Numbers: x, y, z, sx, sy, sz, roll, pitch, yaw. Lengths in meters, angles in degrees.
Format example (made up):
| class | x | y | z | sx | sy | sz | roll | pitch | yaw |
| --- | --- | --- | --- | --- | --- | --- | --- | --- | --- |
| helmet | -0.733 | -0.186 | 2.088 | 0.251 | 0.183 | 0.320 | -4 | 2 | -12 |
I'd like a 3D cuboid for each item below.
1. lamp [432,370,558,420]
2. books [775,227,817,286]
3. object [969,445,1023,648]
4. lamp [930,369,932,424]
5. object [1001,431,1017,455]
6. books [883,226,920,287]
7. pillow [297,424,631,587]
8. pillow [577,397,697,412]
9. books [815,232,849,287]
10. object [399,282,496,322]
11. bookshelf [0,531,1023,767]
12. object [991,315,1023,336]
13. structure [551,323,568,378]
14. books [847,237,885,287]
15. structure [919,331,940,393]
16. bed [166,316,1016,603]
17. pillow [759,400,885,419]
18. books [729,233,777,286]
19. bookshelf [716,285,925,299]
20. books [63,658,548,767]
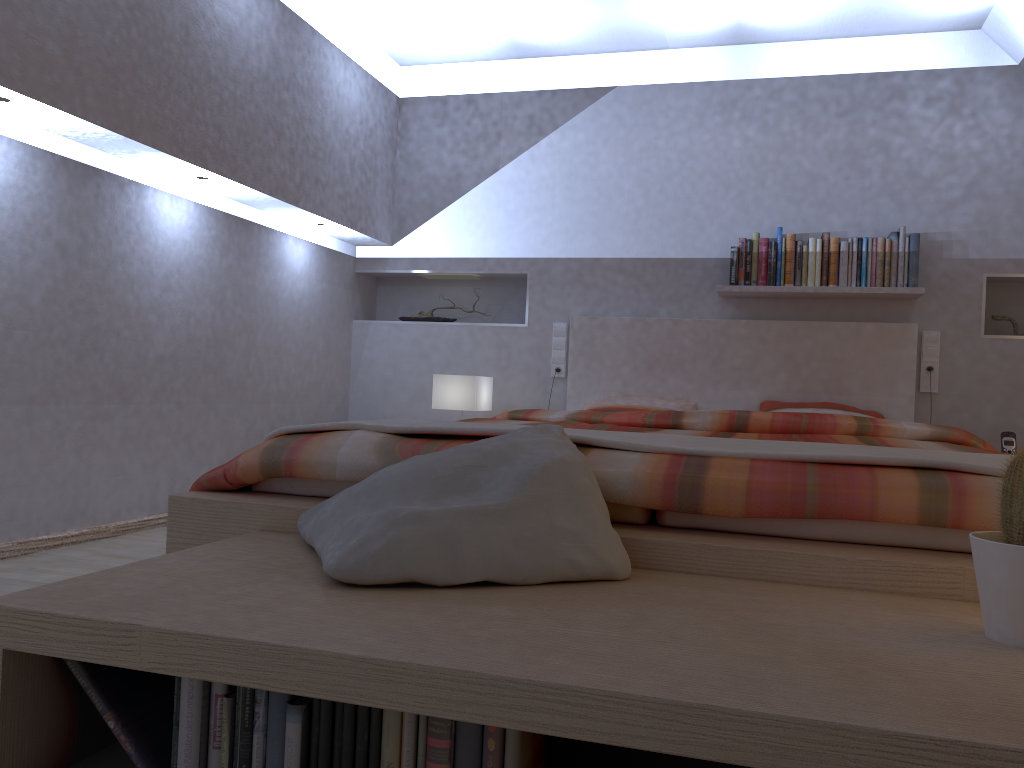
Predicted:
| class | x | y | z | sx | sy | sz | roll | pitch | yaw |
| --- | --- | --- | --- | --- | --- | --- | --- | --- | --- |
| lamp | -0.124 | 0.167 | 4.517 | 0.684 | 0.515 | 0.318 | 3 | -1 | -45 |
| books | 1.358 | -0.596 | 4.249 | 0.178 | 0.281 | 0.200 | 2 | 0 | 16 |
| object | 0.680 | 0.197 | 1.161 | 0.144 | 0.294 | 0.144 | 2 | 0 | 42 |
| lamp | 1.908 | 0.312 | 2.869 | 0.396 | 0.788 | 2.551 | 3 | 0 | 7 |
| object | 2.184 | 0.294 | 3.898 | 0.060 | 0.169 | 0.079 | 2 | 0 | 16 |
| books | 1.799 | -0.576 | 4.119 | 0.145 | 0.281 | 0.200 | 2 | 0 | 16 |
| pillow | -0.096 | 0.191 | 1.543 | 0.498 | 0.241 | 0.470 | 3 | 0 | -19 |
| pillow | 0.585 | 0.152 | 4.264 | 0.572 | 0.180 | 0.492 | 2 | 0 | 17 |
| books | 1.509 | -0.578 | 4.200 | 0.140 | 0.260 | 0.209 | 2 | 0 | 16 |
| object | -0.361 | -0.460 | 5.019 | 0.589 | 0.242 | 0.183 | 3 | 0 | 15 |
| bookshelf | 0.127 | 0.463 | 1.212 | 1.495 | 0.303 | 0.643 | 2 | 0 | 16 |
| object | 2.728 | -0.296 | 4.104 | 0.905 | 0.193 | 0.085 | 2 | 0 | 17 |
| structure | 0.251 | -0.179 | 4.675 | 0.077 | 0.286 | 0.034 | 2 | 0 | 16 |
| books | 1.653 | -0.558 | 4.162 | 0.159 | 0.231 | 0.200 | 2 | 0 | 16 |
| structure | 1.965 | -0.104 | 4.171 | 0.077 | 0.286 | 0.034 | 2 | 0 | 16 |
| bed | 0.659 | 0.155 | 2.965 | 2.087 | 0.994 | 3.009 | 2 | 0 | 16 |
| pillow | 1.395 | 0.173 | 3.975 | 0.566 | 0.188 | 0.497 | 2 | 0 | 17 |
| books | 1.170 | -0.593 | 4.296 | 0.209 | 0.260 | 0.215 | 2 | 0 | 16 |
| bookshelf | 1.447 | -0.436 | 4.216 | 0.916 | 0.028 | 0.223 | 2 | 0 | 16 |
| books | -0.289 | 0.445 | 1.148 | 0.652 | 0.193 | 0.157 | 2 | 0 | 16 |
